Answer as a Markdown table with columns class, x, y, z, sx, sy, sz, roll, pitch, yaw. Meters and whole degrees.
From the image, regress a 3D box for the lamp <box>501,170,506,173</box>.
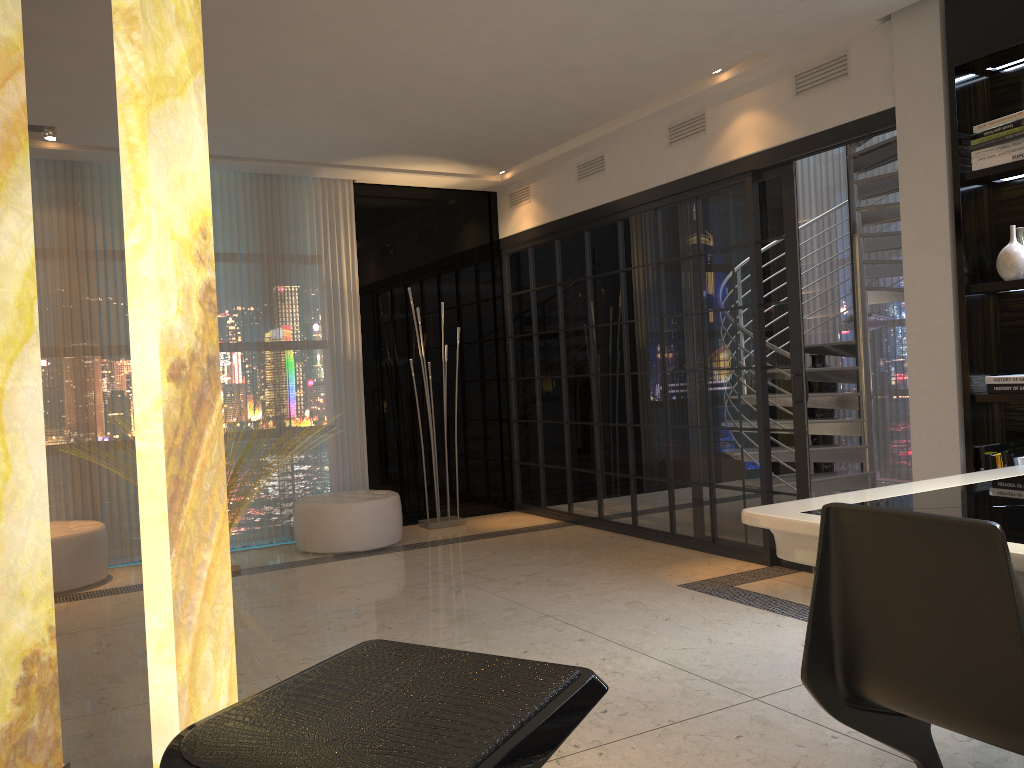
| class | x | y | z | sx | sy | sz | roll | pitch | yaw |
| --- | --- | --- | --- | --- | --- | --- | --- | --- | --- |
| lamp | -0.094 | -1.671 | 6.755 | 0.107 | 0.127 | 0.107 | -2 | 1 | 42 |

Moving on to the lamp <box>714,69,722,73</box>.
| class | x | y | z | sx | sy | sz | roll | pitch | yaw |
| --- | --- | --- | --- | --- | --- | --- | --- | --- | --- |
| lamp | 1.066 | -1.712 | 4.689 | 0.107 | 0.127 | 0.107 | -2 | 1 | 42 |

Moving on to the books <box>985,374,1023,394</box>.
| class | x | y | z | sx | sy | sz | roll | pitch | yaw |
| --- | --- | --- | --- | --- | --- | --- | --- | --- | --- |
| books | 2.136 | -0.001 | 3.645 | 0.209 | 0.073 | 0.266 | -3 | 1 | -26 |

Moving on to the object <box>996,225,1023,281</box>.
| class | x | y | z | sx | sy | sz | roll | pitch | yaw |
| --- | --- | --- | --- | --- | --- | --- | --- | --- | --- |
| object | 2.081 | -0.619 | 3.624 | 0.210 | 0.395 | 0.180 | -3 | 1 | -26 |

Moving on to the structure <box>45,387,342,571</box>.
| class | x | y | z | sx | sy | sz | roll | pitch | yaw |
| --- | --- | --- | --- | --- | --- | --- | --- | --- | --- |
| structure | -1.814 | 0.584 | 5.368 | 1.282 | 1.142 | 1.275 | -3 | 1 | 17 |

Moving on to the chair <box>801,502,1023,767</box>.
| class | x | y | z | sx | sy | sz | roll | pitch | yaw |
| --- | --- | --- | --- | --- | --- | --- | --- | --- | --- |
| chair | 0.857 | 0.624 | 1.555 | 0.496 | 0.858 | 0.523 | -3 | 1 | -29 |

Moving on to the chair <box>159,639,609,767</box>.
| class | x | y | z | sx | sy | sz | roll | pitch | yaw |
| --- | --- | --- | --- | --- | --- | --- | --- | --- | --- |
| chair | -0.111 | 0.713 | 0.904 | 0.380 | 0.789 | 0.380 | -3 | 1 | 28 |

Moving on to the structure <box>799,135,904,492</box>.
| class | x | y | z | sx | sy | sz | roll | pitch | yaw |
| --- | --- | --- | --- | --- | --- | --- | --- | --- | --- |
| structure | 1.928 | -1.115 | 6.651 | 1.964 | 4.134 | 3.425 | -3 | 1 | -29 |

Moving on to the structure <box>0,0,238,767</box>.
| class | x | y | z | sx | sy | sz | roll | pitch | yaw |
| --- | --- | --- | --- | --- | --- | --- | --- | --- | --- |
| structure | -1.715 | -0.098 | 1.939 | 2.180 | 2.555 | 0.448 | -3 | 1 | -29 |

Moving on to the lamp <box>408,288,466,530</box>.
| class | x | y | z | sx | sy | sz | roll | pitch | yaw |
| --- | --- | --- | --- | --- | --- | --- | --- | --- | --- |
| lamp | -0.573 | 0.179 | 6.717 | 0.418 | 1.801 | 0.200 | -3 | 1 | -29 |

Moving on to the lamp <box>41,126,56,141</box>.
| class | x | y | z | sx | sy | sz | roll | pitch | yaw |
| --- | --- | --- | --- | --- | --- | --- | --- | --- | --- |
| lamp | -2.759 | -1.524 | 5.307 | 0.107 | 0.127 | 0.107 | -3 | 1 | -11 |

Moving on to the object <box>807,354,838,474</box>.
| class | x | y | z | sx | sy | sz | roll | pitch | yaw |
| --- | --- | --- | --- | --- | --- | --- | --- | --- | --- |
| object | 2.874 | 0.306 | 8.235 | 0.327 | 1.173 | 0.327 | -3 | 1 | 33 |

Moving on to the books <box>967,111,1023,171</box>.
| class | x | y | z | sx | sy | sz | roll | pitch | yaw |
| --- | --- | --- | --- | --- | --- | --- | --- | --- | --- |
| books | 2.075 | -0.990 | 3.640 | 0.259 | 0.188 | 0.302 | -3 | 1 | -23 |

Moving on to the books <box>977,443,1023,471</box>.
| class | x | y | z | sx | sy | sz | roll | pitch | yaw |
| --- | --- | --- | --- | --- | --- | --- | --- | --- | --- |
| books | 2.120 | 0.393 | 3.706 | 0.210 | 0.270 | 0.236 | -3 | 1 | -30 |

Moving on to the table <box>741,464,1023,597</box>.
| class | x | y | z | sx | sy | sz | roll | pitch | yaw |
| --- | --- | --- | --- | --- | --- | --- | --- | --- | --- |
| table | 1.852 | 0.626 | 1.146 | 1.293 | 0.759 | 3.031 | -3 | 1 | -29 |

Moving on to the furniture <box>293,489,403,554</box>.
| class | x | y | z | sx | sy | sz | roll | pitch | yaw |
| --- | --- | --- | --- | --- | --- | --- | --- | --- | --- |
| furniture | -1.126 | 0.934 | 6.112 | 0.735 | 0.357 | 0.735 | -3 | 1 | 33 |

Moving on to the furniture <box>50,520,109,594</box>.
| class | x | y | z | sx | sy | sz | roll | pitch | yaw |
| --- | --- | --- | --- | --- | --- | --- | --- | --- | --- |
| furniture | -2.803 | 1.026 | 5.274 | 0.735 | 0.357 | 0.735 | -3 | 1 | -27 |
